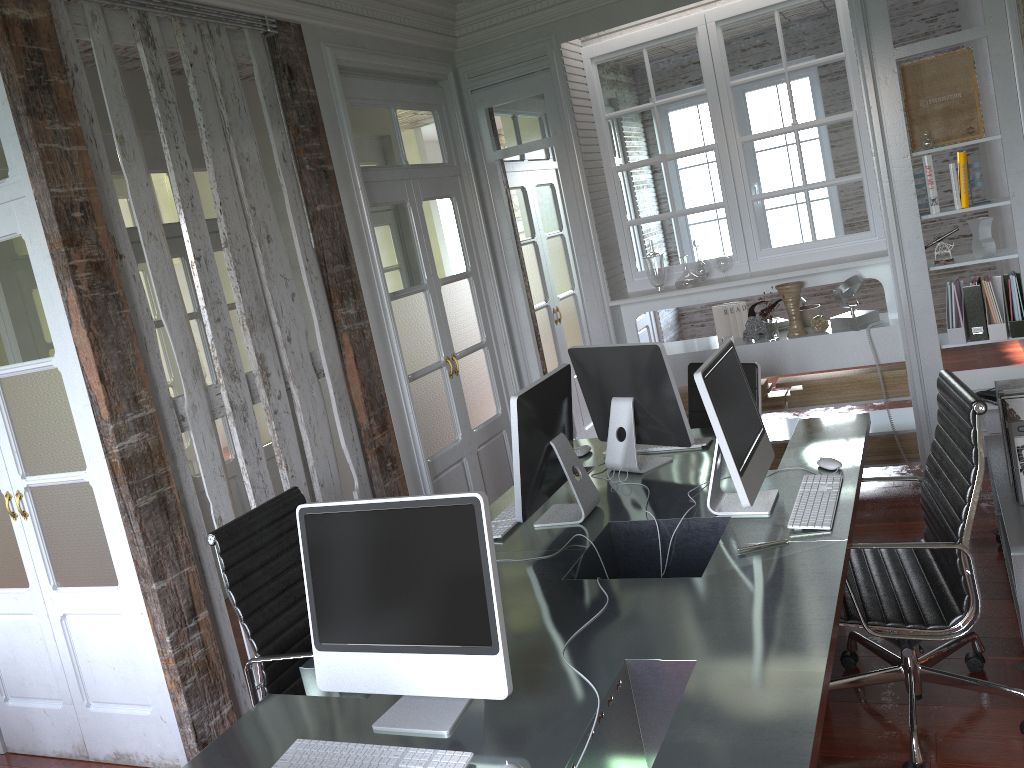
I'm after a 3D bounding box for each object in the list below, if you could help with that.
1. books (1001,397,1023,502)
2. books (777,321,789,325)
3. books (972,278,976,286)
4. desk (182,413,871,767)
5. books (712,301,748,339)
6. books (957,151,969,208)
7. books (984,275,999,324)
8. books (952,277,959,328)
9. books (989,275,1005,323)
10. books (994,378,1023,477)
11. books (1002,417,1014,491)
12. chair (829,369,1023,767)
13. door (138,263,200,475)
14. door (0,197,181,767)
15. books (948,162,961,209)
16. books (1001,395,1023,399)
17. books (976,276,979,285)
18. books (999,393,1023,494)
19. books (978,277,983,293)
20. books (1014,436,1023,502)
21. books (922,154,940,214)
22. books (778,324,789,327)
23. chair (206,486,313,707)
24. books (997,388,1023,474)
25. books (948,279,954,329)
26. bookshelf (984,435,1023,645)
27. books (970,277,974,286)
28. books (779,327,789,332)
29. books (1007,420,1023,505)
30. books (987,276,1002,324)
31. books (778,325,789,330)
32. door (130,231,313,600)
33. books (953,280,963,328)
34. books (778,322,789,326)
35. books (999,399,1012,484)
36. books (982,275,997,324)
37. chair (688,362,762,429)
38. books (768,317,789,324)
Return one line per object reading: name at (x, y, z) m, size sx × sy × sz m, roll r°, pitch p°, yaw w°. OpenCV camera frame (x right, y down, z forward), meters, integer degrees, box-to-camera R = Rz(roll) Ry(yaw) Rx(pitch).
books at (1.822, 0.212, 2.975) m, size 0.271 × 0.352 × 0.063 m, roll -8°, pitch 8°, yaw 26°
books at (1.480, -0.348, 5.089) m, size 0.169 × 0.007 × 0.191 m, roll -13°, pitch 10°, yaw -9°
books at (2.319, -0.377, 4.405) m, size 0.030 × 0.281 × 0.182 m, roll -8°, pitch 9°, yaw 31°
desk at (0.392, 0.840, 2.686) m, size 1.296 × 0.723 × 2.534 m, roll -8°, pitch 10°, yaw 26°
books at (1.262, -0.365, 5.089) m, size 0.151 × 0.192 × 0.144 m, roll -13°, pitch 8°, yaw -8°
books at (2.218, -1.007, 4.354) m, size 0.055 × 0.266 × 0.194 m, roll -9°, pitch 8°, yaw 26°
books at (2.384, -0.387, 4.374) m, size 0.045 × 0.285 × 0.196 m, roll -8°, pitch 9°, yaw 32°
books at (2.243, -0.380, 4.476) m, size 0.037 × 0.294 × 0.182 m, roll -7°, pitch 9°, yaw 34°
books at (2.401, -0.383, 4.364) m, size 0.045 × 0.285 × 0.196 m, roll -8°, pitch 9°, yaw 32°
books at (1.919, 0.152, 3.206) m, size 0.258 × 0.349 × 0.066 m, roll -8°, pitch 8°, yaw 26°
books at (1.832, 0.237, 3.089) m, size 0.182 × 0.260 × 0.057 m, roll -8°, pitch 8°, yaw 26°
chair at (1.129, 0.540, 2.675) m, size 0.697 × 1.016 × 0.672 m, roll -9°, pitch 8°, yaw 22°
door at (-2.467, 0.227, 5.687) m, size 0.040 × 2.072 × 1.087 m, roll -9°, pitch 8°, yaw 26°
door at (-1.906, 0.452, 3.431) m, size 1.054 × 2.166 × 0.041 m, roll -8°, pitch 8°, yaw 26°
books at (2.187, -0.981, 4.375) m, size 0.026 × 0.222 × 0.163 m, roll -9°, pitch 8°, yaw 26°
books at (1.832, 0.206, 3.003) m, size 0.258 × 0.350 × 0.071 m, roll -8°, pitch 8°, yaw 26°
books at (2.331, -0.381, 4.401) m, size 0.009 × 0.286 × 0.196 m, roll -8°, pitch 9°, yaw 31°
books at (1.838, 0.199, 3.026) m, size 0.257 × 0.352 × 0.050 m, roll -8°, pitch 8°, yaw 26°
books at (2.341, -0.378, 4.398) m, size 0.007 × 0.281 × 0.196 m, roll -8°, pitch 9°, yaw 31°
books at (1.790, 0.286, 2.929) m, size 0.196 × 0.238 × 0.059 m, roll -8°, pitch 8°, yaw 26°
books at (2.099, -1.005, 4.439) m, size 0.042 × 0.285 × 0.218 m, roll -9°, pitch 8°, yaw 26°
books at (1.482, -0.335, 5.091) m, size 0.169 × 0.007 × 0.191 m, roll -13°, pitch 10°, yaw -9°
chair at (-0.477, 0.865, 2.761) m, size 0.697 × 1.016 × 0.672 m, roll -9°, pitch 8°, yaw 21°
books at (1.893, 0.176, 3.153) m, size 0.248 × 0.331 × 0.061 m, roll -8°, pitch 8°, yaw 26°
books at (2.228, -0.375, 4.478) m, size 0.037 × 0.286 × 0.196 m, roll -7°, pitch 9°, yaw 34°
bookshelf at (1.977, 0.561, 3.188) m, size 0.435 × 0.457 × 1.207 m, roll -8°, pitch 10°, yaw 26°
books at (2.300, -0.378, 4.419) m, size 0.038 × 0.286 × 0.196 m, roll -8°, pitch 9°, yaw 31°
books at (1.486, -0.318, 5.082) m, size 0.181 × 0.011 × 0.247 m, roll -13°, pitch 10°, yaw -9°
books at (1.800, 0.256, 2.957) m, size 0.221 × 0.281 × 0.062 m, roll -8°, pitch 8°, yaw 26°
books at (2.391, -0.384, 4.368) m, size 0.042 × 0.279 × 0.196 m, roll -8°, pitch 9°, yaw 32°
books at (1.484, -0.326, 5.080) m, size 0.181 × 0.007 × 0.247 m, roll -13°, pitch 10°, yaw -9°
door at (-1.702, 0.128, 5.327) m, size 0.040 × 2.072 × 1.087 m, roll -9°, pitch 8°, yaw 26°
books at (2.264, -0.375, 4.455) m, size 0.022 × 0.286 × 0.196 m, roll -7°, pitch 9°, yaw 34°
books at (1.480, -0.341, 5.090) m, size 0.169 × 0.007 × 0.191 m, roll -13°, pitch 10°, yaw -9°
books at (1.888, 0.192, 3.123) m, size 0.264 × 0.313 × 0.025 m, roll -8°, pitch 8°, yaw 26°
books at (2.376, -0.393, 4.385) m, size 0.045 × 0.280 × 0.182 m, roll -8°, pitch 9°, yaw 32°
chair at (0.852, 0.418, 4.015) m, size 0.606 × 0.913 × 0.475 m, roll -17°, pitch 9°, yaw -33°
books at (1.477, -0.354, 5.090) m, size 0.168 × 0.007 × 0.191 m, roll -12°, pitch 10°, yaw -2°
